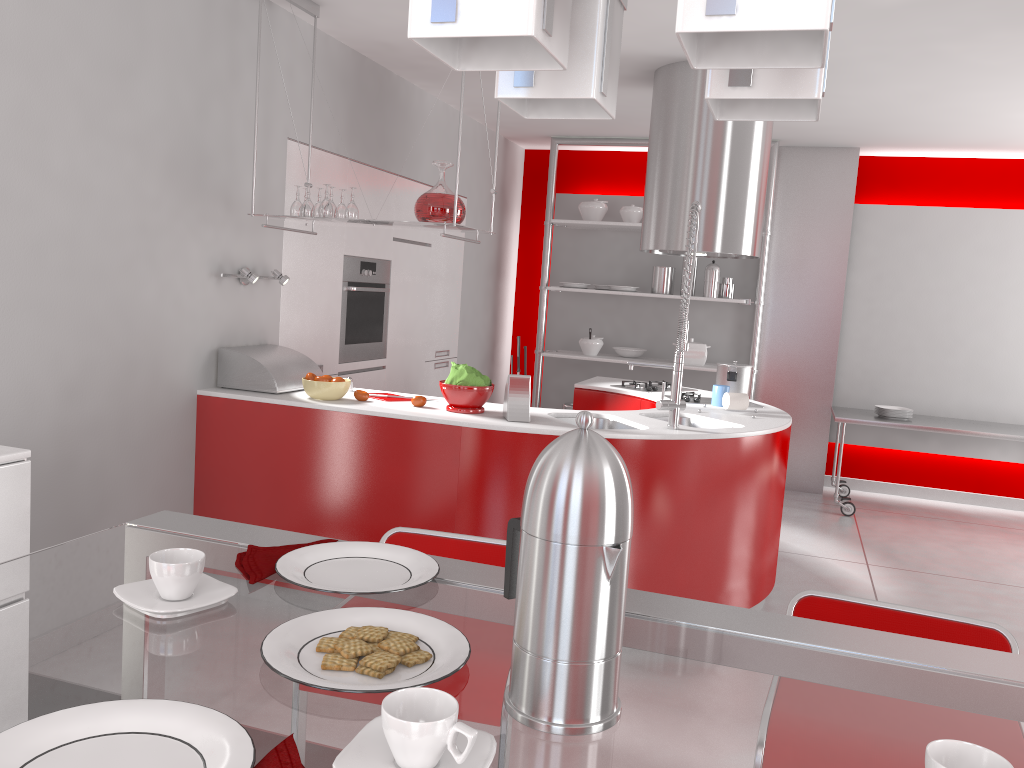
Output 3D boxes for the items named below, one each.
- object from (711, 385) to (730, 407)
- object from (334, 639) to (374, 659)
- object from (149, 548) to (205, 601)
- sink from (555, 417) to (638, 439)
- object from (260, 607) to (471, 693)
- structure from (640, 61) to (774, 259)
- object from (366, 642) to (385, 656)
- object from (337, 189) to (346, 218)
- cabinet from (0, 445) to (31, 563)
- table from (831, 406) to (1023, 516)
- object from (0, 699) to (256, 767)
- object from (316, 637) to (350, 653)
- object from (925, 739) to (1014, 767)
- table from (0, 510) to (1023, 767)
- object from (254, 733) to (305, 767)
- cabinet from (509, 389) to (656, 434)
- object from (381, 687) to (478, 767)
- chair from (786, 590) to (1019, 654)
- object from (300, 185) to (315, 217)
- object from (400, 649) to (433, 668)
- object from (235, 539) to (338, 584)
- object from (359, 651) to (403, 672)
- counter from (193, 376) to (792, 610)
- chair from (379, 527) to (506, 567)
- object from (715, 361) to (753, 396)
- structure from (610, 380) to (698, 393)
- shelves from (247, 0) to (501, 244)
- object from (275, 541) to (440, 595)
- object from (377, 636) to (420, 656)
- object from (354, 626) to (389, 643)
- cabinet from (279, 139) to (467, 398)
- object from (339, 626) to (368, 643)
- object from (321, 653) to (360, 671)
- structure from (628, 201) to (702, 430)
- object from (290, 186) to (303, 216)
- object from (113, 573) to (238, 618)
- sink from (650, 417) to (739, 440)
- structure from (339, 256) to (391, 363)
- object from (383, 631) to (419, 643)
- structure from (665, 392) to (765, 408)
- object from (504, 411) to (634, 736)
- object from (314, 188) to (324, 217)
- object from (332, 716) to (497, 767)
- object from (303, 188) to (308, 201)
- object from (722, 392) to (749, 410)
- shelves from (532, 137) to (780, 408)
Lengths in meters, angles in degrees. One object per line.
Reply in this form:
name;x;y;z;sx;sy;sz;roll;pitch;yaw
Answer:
object;1.011;0.056;4.325;0.080;0.100;0.109;3;6;-9
object;-0.165;0.275;0.924;0.034;0.006;0.036;0;7;-35
object;-0.403;0.226;1.050;0.078;0.049;0.062;6;6;17
sink;0.343;0.256;3.669;0.326;0.172;0.428;2;7;-21
object;-0.152;0.280;0.929;0.217;0.015;0.217;0;7;-35
structure;1.052;-1.174;4.782;0.644;0.958;0.644;2;6;-16
object;-0.144;0.281;0.938;0.036;0.006;0.034;8;7;35
object;-0.737;-0.770;3.842;0.060;0.141;0.060;6;6;17
cabinet;-1.880;0.655;1.651;0.610;0.880;1.802;6;6;17
table;3.053;0.613;6.177;1.627;0.682;0.749;6;6;19
object;-0.308;0.296;0.674;0.217;0.015;0.217;3;6;-7
object;-0.188;0.277;0.943;0.036;0.006;0.034;4;6;1
object;0.361;0.318;0.689;0.078;0.049;0.062;9;8;40
table;0.086;0.815;0.858;1.700;1.000;0.800;6;6;17
object;-0.177;0.312;0.630;0.095;0.012;0.234;6;6;16
cabinet;-0.112;0.458;4.339;1.875;0.761;1.025;1;7;-27
object;-0.072;0.285;0.715;0.062;0.049;0.078;0;7;-32
chair;0.624;0.853;1.528;0.418;0.857;0.460;6;7;22
object;-0.861;-0.769;3.748;0.060;0.141;0.060;3;6;-6
object;-0.105;0.285;0.928;0.034;0.006;0.036;9;8;39
object;-0.334;0.237;1.232;0.095;0.012;0.234;6;6;18
object;-0.132;0.280;0.899;0.034;0.006;0.036;7;7;29
counter;0.129;0.519;4.222;2.865;0.880;1.868;-1;8;-38
chair;-0.168;0.771;1.783;0.418;0.857;0.460;5;6;13
object;1.162;-0.029;4.652;0.189;0.185;0.218;2;6;-20
structure;0.826;0.008;5.131;0.457;0.037;0.303;-2;8;-42
shelves;-0.552;-1.136;3.705;0.934;1.023;0.462;6;6;17
object;-0.205;0.249;1.184;0.217;0.015;0.217;0;8;-36
object;-0.120;0.277;0.938;0.036;0.006;0.034;9;8;41
object;-0.152;0.272;0.965;0.034;0.006;0.036;5;6;6
cabinet;-1.054;-0.282;5.540;0.614;2.026;2.398;6;6;17
object;-0.169;0.275;0.975;0.036;0.006;0.034;6;6;17
object;-0.175;0.283;0.903;0.036;0.006;0.034;4;6;-3
structure;0.657;-0.284;3.589;0.308;0.920;0.178;1;7;-29
object;-0.924;-0.781;3.819;0.060;0.141;0.060;6;6;17
object;-0.397;0.250;1.050;0.119;0.016;0.119;9;8;37
sink;0.776;0.262;3.893;0.326;0.172;0.428;0;7;-33
structure;-0.831;-0.429;5.139;0.050;0.589;0.599;6;6;17
object;-0.124;0.279;0.969;0.036;0.006;0.034;6;6;17
structure;1.056;0.075;4.654;0.457;0.037;0.303;3;6;-7
object;0.043;0.165;0.843;0.149;0.287;0.113;7;7;25
object;-0.837;-0.778;3.849;0.060;0.141;0.060;6;6;17
object;-0.078;0.308;0.724;0.119;0.016;0.119;6;6;15
object;-0.907;-0.788;3.903;0.060;0.141;0.060;6;6;17
object;1.054;0.080;4.204;0.100;0.080;0.109;3;6;-12
shelves;1.036;-0.564;6.831;1.735;2.599;0.535;6;6;17
